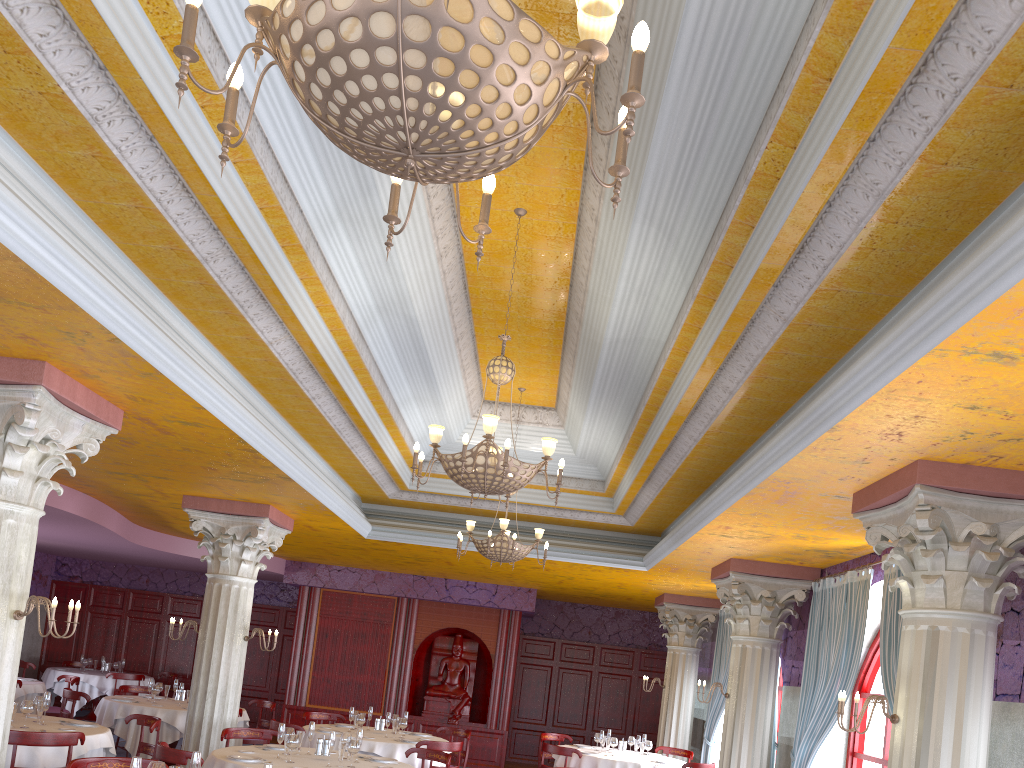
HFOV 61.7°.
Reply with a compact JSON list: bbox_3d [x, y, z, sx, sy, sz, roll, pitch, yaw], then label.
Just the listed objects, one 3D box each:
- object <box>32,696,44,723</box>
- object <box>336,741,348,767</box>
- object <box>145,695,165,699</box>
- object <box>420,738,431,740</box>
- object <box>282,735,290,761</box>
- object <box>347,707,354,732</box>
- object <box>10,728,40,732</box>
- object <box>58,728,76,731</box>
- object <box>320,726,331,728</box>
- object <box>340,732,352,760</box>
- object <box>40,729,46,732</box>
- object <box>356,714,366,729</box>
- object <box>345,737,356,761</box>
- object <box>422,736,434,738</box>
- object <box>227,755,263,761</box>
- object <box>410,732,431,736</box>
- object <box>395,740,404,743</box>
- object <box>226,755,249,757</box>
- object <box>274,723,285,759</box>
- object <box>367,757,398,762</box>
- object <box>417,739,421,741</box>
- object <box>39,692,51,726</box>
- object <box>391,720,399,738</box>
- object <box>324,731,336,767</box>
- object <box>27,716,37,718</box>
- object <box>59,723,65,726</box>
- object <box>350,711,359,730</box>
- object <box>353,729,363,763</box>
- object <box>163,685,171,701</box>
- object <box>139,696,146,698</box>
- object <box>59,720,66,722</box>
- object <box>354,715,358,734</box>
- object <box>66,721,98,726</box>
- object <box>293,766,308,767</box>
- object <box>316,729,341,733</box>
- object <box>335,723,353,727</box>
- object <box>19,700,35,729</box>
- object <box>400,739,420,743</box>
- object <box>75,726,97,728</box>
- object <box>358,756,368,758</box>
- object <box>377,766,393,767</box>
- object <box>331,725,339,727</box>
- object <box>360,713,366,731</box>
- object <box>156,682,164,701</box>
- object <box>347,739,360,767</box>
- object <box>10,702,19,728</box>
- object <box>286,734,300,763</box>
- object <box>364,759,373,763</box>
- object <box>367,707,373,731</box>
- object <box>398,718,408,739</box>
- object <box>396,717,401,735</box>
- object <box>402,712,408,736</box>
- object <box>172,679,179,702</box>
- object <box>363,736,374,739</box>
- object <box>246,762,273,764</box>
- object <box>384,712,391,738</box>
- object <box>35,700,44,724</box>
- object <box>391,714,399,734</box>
[{"bbox_3d":[-4.796,3.297,8.682,0.121,0.257,0.126,5,-7,16],"label":"object"},{"bbox_3d":[-1.602,3.478,8.041,0.085,0.231,0.088,4,-6,27],"label":"object"},{"bbox_3d":[-5.461,4.799,13.126,0.312,0.023,0.329,6,-18,2],"label":"object"},{"bbox_3d":[-1.181,4.822,11.631,0.158,0.009,0.166,6,-18,2],"label":"object"},{"bbox_3d":[-2.108,3.414,8.029,0.085,0.231,0.088,4,-6,27],"label":"object"},{"bbox_3d":[-2.150,4.479,11.432,0.073,0.327,0.076,4,-5,38],"label":"object"},{"bbox_3d":[-4.454,3.157,7.770,0.312,0.023,0.329,6,-18,2],"label":"object"},{"bbox_3d":[-4.341,3.371,8.356,0.158,0.009,0.167,0,-19,21],"label":"object"},{"bbox_3d":[-2.523,4.651,11.594,0.164,0.009,0.161,20,-22,-36],"label":"object"},{"bbox_3d":[-1.684,3.653,8.646,0.121,0.257,0.126,5,-7,16],"label":"object"},{"bbox_3d":[-4.330,3.230,7.940,0.056,0.019,0.260,19,-22,-35],"label":"object"},{"bbox_3d":[-1.991,4.472,11.247,0.123,0.257,0.125,8,-6,-7],"label":"object"},{"bbox_3d":[-1.617,3.643,8.549,0.085,0.231,0.088,6,-5,5],"label":"object"},{"bbox_3d":[-1.174,4.936,11.980,0.028,0.013,0.241,-9,-23,44],"label":"object"},{"bbox_3d":[-2.418,3.392,7.751,0.312,0.023,0.329,6,-18,2],"label":"object"},{"bbox_3d":[-1.285,4.965,12.128,0.317,0.023,0.324,12,-19,-17],"label":"object"},{"bbox_3d":[-1.441,4.560,10.934,0.028,0.013,0.234,20,-22,-40],"label":"object"},{"bbox_3d":[-2.530,3.433,7.898,0.028,0.013,0.241,-9,-23,44],"label":"object"},{"bbox_3d":[-2.197,3.384,8.119,0.074,0.327,0.075,7,-4,-7],"label":"object"},{"bbox_3d":[-1.332,3.870,8.815,0.313,0.023,0.329,-4,-21,30],"label":"object"},{"bbox_3d":[-1.170,4.681,11.215,0.056,0.019,0.260,19,-22,-35],"label":"object"},{"bbox_3d":[-4.629,3.222,8.502,0.073,0.327,0.076,4,-5,38],"label":"object"},{"bbox_3d":[-1.555,4.572,11.353,0.085,0.231,0.088,4,-6,27],"label":"object"},{"bbox_3d":[-1.682,3.389,7.949,0.073,0.327,0.076,4,-5,38],"label":"object"},{"bbox_3d":[-5.034,3.505,9.012,0.161,0.009,0.164,12,-19,-17],"label":"object"},{"bbox_3d":[-4.563,3.454,8.690,0.030,0.010,0.140,20,-22,-37],"label":"object"},{"bbox_3d":[-2.169,4.628,11.783,0.123,0.257,0.125,8,-6,-7],"label":"object"},{"bbox_3d":[-1.517,3.578,8.465,0.075,0.327,0.074,9,-5,-29],"label":"object"},{"bbox_3d":[-5.175,4.630,12.831,0.087,0.231,0.087,9,-6,-18],"label":"object"},{"bbox_3d":[-5.586,4.731,12.956,0.056,0.019,0.260,19,-22,-35],"label":"object"},{"bbox_3d":[-4.614,3.538,8.979,0.265,0.019,0.055,21,-22,-38],"label":"object"},{"bbox_3d":[-2.061,4.509,11.342,0.087,0.231,0.087,9,-6,-18],"label":"object"},{"bbox_3d":[-4.444,3.514,8.852,0.312,0.023,0.329,6,-18,2],"label":"object"},{"bbox_3d":[-1.876,3.423,7.626,0.159,0.009,0.165,-9,-24,40],"label":"object"},{"bbox_3d":[-2.371,4.486,11.063,0.312,0.023,0.329,6,-18,2],"label":"object"},{"bbox_3d":[-2.361,4.843,12.145,0.315,0.023,0.326,-9,-24,40],"label":"object"},{"bbox_3d":[-4.619,3.142,8.146,0.121,0.257,0.126,5,-7,16],"label":"object"},{"bbox_3d":[-1.295,4.608,11.046,0.312,0.023,0.329,6,-18,2],"label":"object"},{"bbox_3d":[-4.333,3.485,8.705,0.028,0.013,0.241,-9,-23,44],"label":"object"},{"bbox_3d":[-1.502,3.894,8.942,0.265,0.019,0.055,21,-22,-38],"label":"object"},{"bbox_3d":[-1.228,3.727,8.319,0.159,0.009,0.165,-9,-24,40],"label":"object"},{"bbox_3d":[-2.486,4.775,11.975,0.056,0.019,0.260,19,-22,-35],"label":"object"},{"bbox_3d":[-2.076,4.674,11.850,0.085,0.231,0.088,4,-6,27],"label":"object"},{"bbox_3d":[-5.268,4.584,12.764,0.121,0.257,0.126,5,-7,16],"label":"object"},{"bbox_3d":[-1.506,3.498,8.109,0.125,0.257,0.123,10,-7,-29],"label":"object"},{"bbox_3d":[-4.715,3.121,8.078,0.085,0.231,0.088,4,-6,27],"label":"object"},{"bbox_3d":[-2.038,3.378,7.935,0.123,0.257,0.125,8,-6,-7],"label":"object"},{"bbox_3d":[-1.451,3.810,8.653,0.030,0.010,0.140,20,-22,-37],"label":"object"},{"bbox_3d":[-1.984,4.668,11.948,0.073,0.327,0.076,4,-5,38],"label":"object"},{"bbox_3d":[-1.459,4.593,11.422,0.123,0.257,0.125,8,-6,-7],"label":"object"},{"bbox_3d":[-1.570,4.738,11.861,0.085,0.231,0.088,6,-5,5],"label":"object"},{"bbox_3d":[-1.470,4.673,11.777,0.073,0.327,0.076,4,-5,38],"label":"object"},{"bbox_3d":[-5.084,4.624,12.929,0.073,0.327,0.076,4,-5,38],"label":"object"},{"bbox_3d":[-1.829,4.517,10.938,0.158,0.009,0.166,6,-18,2],"label":"object"},{"bbox_3d":[-2.248,3.372,7.624,0.265,0.019,0.055,21,-22,-38],"label":"object"},{"bbox_3d":[-1.636,4.484,11.261,0.073,0.327,0.076,4,-5,38],"label":"object"},{"bbox_3d":[-4.730,3.287,8.586,0.087,0.231,0.087,9,-6,-18],"label":"object"},{"bbox_3d":[-1.637,4.748,11.958,0.123,0.257,0.125,8,-6,-7],"label":"object"}]
